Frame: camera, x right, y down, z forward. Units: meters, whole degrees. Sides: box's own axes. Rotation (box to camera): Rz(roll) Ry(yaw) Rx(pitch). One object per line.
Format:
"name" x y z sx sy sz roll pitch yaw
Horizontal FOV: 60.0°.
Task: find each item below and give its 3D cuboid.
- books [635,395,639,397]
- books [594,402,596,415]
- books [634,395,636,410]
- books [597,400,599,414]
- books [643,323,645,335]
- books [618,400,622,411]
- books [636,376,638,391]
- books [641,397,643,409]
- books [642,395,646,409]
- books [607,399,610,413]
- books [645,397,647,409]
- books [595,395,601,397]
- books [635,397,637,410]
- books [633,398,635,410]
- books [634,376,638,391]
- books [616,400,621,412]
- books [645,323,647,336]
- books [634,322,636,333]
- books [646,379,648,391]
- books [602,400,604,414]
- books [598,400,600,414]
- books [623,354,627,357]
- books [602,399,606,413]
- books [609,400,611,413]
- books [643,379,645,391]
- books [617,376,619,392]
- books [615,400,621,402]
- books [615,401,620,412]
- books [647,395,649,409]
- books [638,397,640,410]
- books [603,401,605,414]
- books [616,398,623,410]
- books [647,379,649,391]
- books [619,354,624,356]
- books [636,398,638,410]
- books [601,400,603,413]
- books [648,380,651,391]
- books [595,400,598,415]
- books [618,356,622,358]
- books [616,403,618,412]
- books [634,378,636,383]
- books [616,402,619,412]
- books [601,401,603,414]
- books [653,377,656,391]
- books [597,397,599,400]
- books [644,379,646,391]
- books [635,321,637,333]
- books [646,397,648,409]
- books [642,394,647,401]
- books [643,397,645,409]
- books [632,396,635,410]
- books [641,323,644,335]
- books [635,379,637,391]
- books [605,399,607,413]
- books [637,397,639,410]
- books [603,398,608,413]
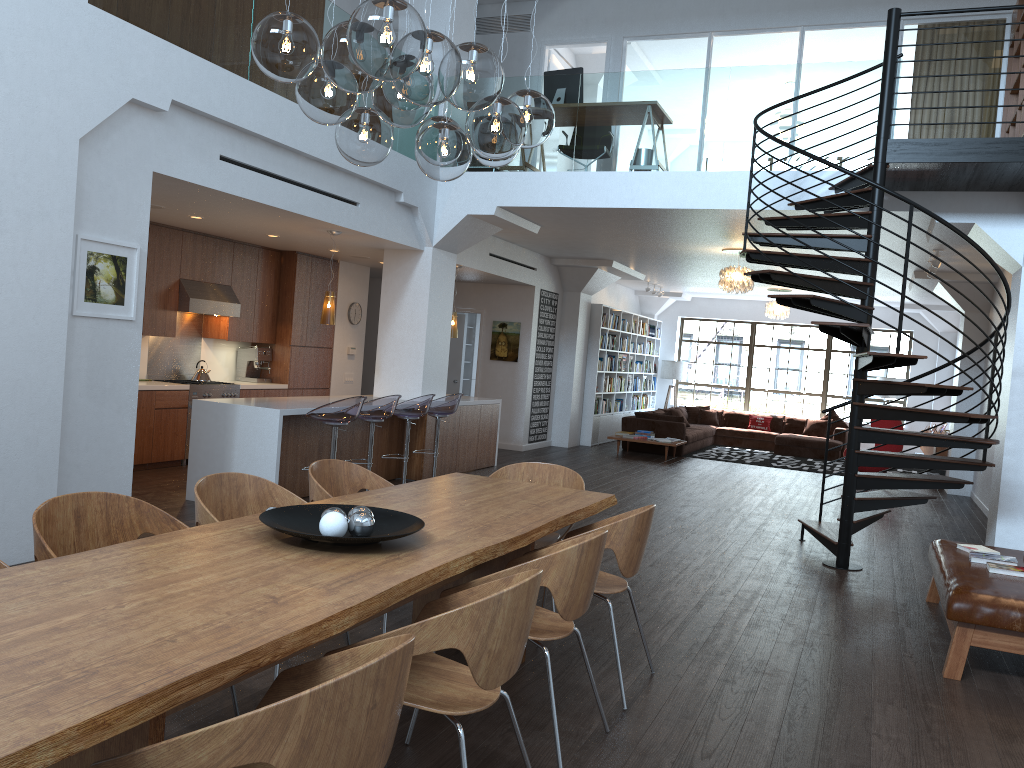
"books" 2.469 0.367 17.925 0.176 0.290 0.036 5 2 22
"books" 1.352 0.405 15.202 0.161 0.223 0.032 5 2 22
"books" 2.367 0.368 17.672 0.176 0.290 0.053 5 2 22
"books" 1.404 0.389 15.349 0.183 0.253 0.042 5 2 22
"books" 2.565 -1.109 17.822 0.183 0.253 0.034 5 2 22
"books" 2.012 0.413 16.809 0.146 0.202 0.027 5 2 22
"books" 2.434 -0.010 17.756 0.176 0.293 0.125 5 2 22
"books" 2.588 0.384 18.223 0.183 0.253 0.036 5 2 22
"books" 2.668 0.367 18.449 0.198 0.284 0.066 5 2 22
"books" 1.667 0.388 15.977 0.183 0.253 0.042 5 2 22
"books" 2.702 0.387 18.502 0.189 0.247 0.057 5 2 22
"books" 1.398 0.206 15.260 0.223 0.027 0.161 6 2 32
"books" 2.399 0.386 17.741 0.183 0.253 0.034 5 2 22
"books" 2.347 0.388 17.610 0.160 0.250 0.026 5 2 22
"books" 2.406 -0.009 17.700 0.197 0.290 0.136 5 2 22
"books" 1.985 0.414 16.731 0.146 0.202 0.027 5 2 22
"books" 2.633 -1.109 17.977 0.183 0.253 0.034 5 2 22
"books" 2.320 -1.092 17.211 0.161 0.223 0.032 5 2 22
"books" 2.734 0.008 18.490 0.183 0.253 0.042 5 2 22
"books" 1.528 0.399 15.654 0.176 0.231 0.053 5 2 22
"books" 1.436 0.389 15.425 0.180 0.251 0.048 5 2 22
"books" 2.075 -0.544 16.775 0.129 0.043 0.185 6 2 37
"books" 1.572 0.387 15.757 0.183 0.253 0.042 5 2 22
"books" 1.699 0.397 16.061 0.174 0.236 0.142 5 2 22
"books" 2.628 0.009 18.216 0.174 0.251 0.051 5 2 22
"books" 1.877 -0.007 16.389 0.176 0.290 0.053 5 2 22
"books" 1.966 0.413 16.709 0.146 0.202 0.027 5 2 22
"books" 1.959 0.419 16.677 0.139 0.191 0.036 5 2 22
"books" 2.803 0.365 18.752 0.176 0.290 0.053 5 2 22
"books" 2.487 0.383 17.969 0.180 0.259 0.060 5 2 22
"books" 1.550 0.404 15.692 0.161 0.223 0.033 5 2 22
"books" 2.042 0.398 16.888 0.140 0.231 0.042 5 2 22
"books" 2.772 0.009 18.584 0.160 0.251 0.039 5 2 22
"books" 1.926 -0.544 16.371 0.223 0.027 0.161 6 2 32
"books" 2.437 0.392 17.858 0.174 0.240 0.045 5 2 22
"books" 1.501 0.390 15.585 0.160 0.251 0.031 5 2 22
"books" 2.818 0.021 18.698 0.168 0.228 0.139 5 2 22
"books" 1.370 0.397 15.241 0.174 0.240 0.054 5 2 22
"books" 1.924 -0.509 16.396 0.174 0.045 0.240 5 2 22
"books" 1.903 0.432 16.530 0.120 0.167 0.020 5 2 22
"books" 2.353 0.009 17.558 0.182 0.255 0.077 5 2 22
"books" 1.939 0.428 16.625 0.126 0.173 0.032 5 2 22
"books" 1.520 0.404 15.610 0.161 0.223 0.032 5 2 22
"books" 3.010 -0.011 19.140 0.176 0.290 0.053 5 2 22
"books" 1.396 0.242 15.285 0.174 0.045 0.240 5 2 12
"books" 2.659 0.009 18.317 0.183 0.253 0.039 5 2 22
"books" 2.329 -1.106 17.245 0.160 0.251 0.039 5 2 22
"books" 2.772 0.387 18.675 0.171 0.246 0.057 5 2 22
"books" 2.739 0.363 18.541 0.140 0.298 0.044 5 2 22
"books" 2.660 0.384 18.389 0.183 0.253 0.037 5 2 22
"books" 2.318 0.370 17.573 0.198 0.284 0.066 5 2 22
"books" 2.535 -1.105 17.745 0.171 0.246 0.057 5 2 22
"books" 2.381 0.011 17.598 0.182 0.253 0.098 5 2 22
"books" 1.603 0.392 15.824 0.171 0.246 0.039 5 2 22
"books" 2.462 0.386 17.890 0.183 0.253 0.034 5 2 22
"books" 1.629 0.385 15.899 0.180 0.259 0.042 5 2 22
